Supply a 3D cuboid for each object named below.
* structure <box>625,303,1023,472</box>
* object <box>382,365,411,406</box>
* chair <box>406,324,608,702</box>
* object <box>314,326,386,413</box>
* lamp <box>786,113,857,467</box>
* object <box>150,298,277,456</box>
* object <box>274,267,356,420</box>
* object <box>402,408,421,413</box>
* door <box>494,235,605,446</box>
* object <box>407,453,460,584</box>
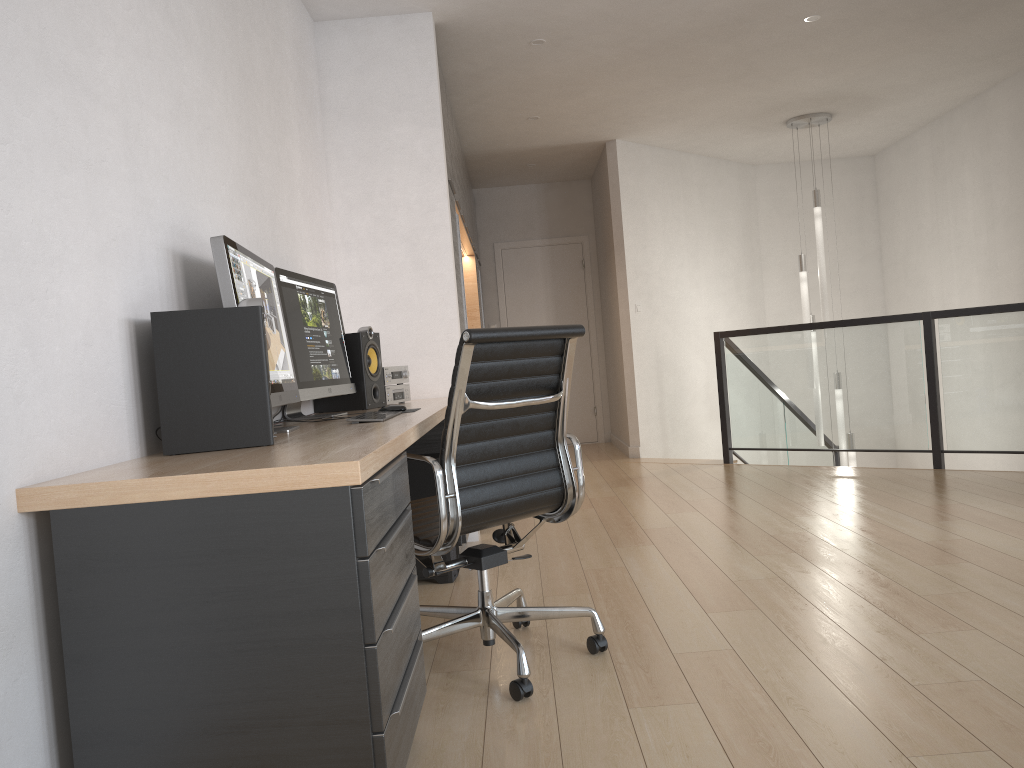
[{"bbox_3d":[3.483,1.618,6.879,2.823,4.339,4.190,-6,2,-45],"label":"structure"},{"bbox_3d":[-0.642,0.014,4.108,0.270,0.174,0.285,-4,1,15],"label":"object"},{"bbox_3d":[-0.136,0.348,2.656,0.664,0.991,0.699,-6,2,-39],"label":"chair"},{"bbox_3d":[-0.710,-0.064,3.847,0.249,0.354,0.198,-4,1,15],"label":"object"},{"bbox_3d":[2.524,-1.331,7.349,0.359,6.725,0.359,-4,2,37],"label":"lamp"},{"bbox_3d":[-0.707,-0.023,2.126,0.249,0.354,0.198,-5,1,-15],"label":"object"},{"bbox_3d":[-0.759,-0.138,3.347,0.190,0.535,0.716,-5,1,5],"label":"object"},{"bbox_3d":[-0.448,0.105,3.284,0.200,0.002,0.250,-5,1,0],"label":"object"},{"bbox_3d":[0.385,-0.419,9.103,0.974,2.136,0.085,-5,1,0],"label":"door"},{"bbox_3d":[-0.481,0.583,3.801,0.474,0.527,0.215,-5,1,0],"label":"object"}]
